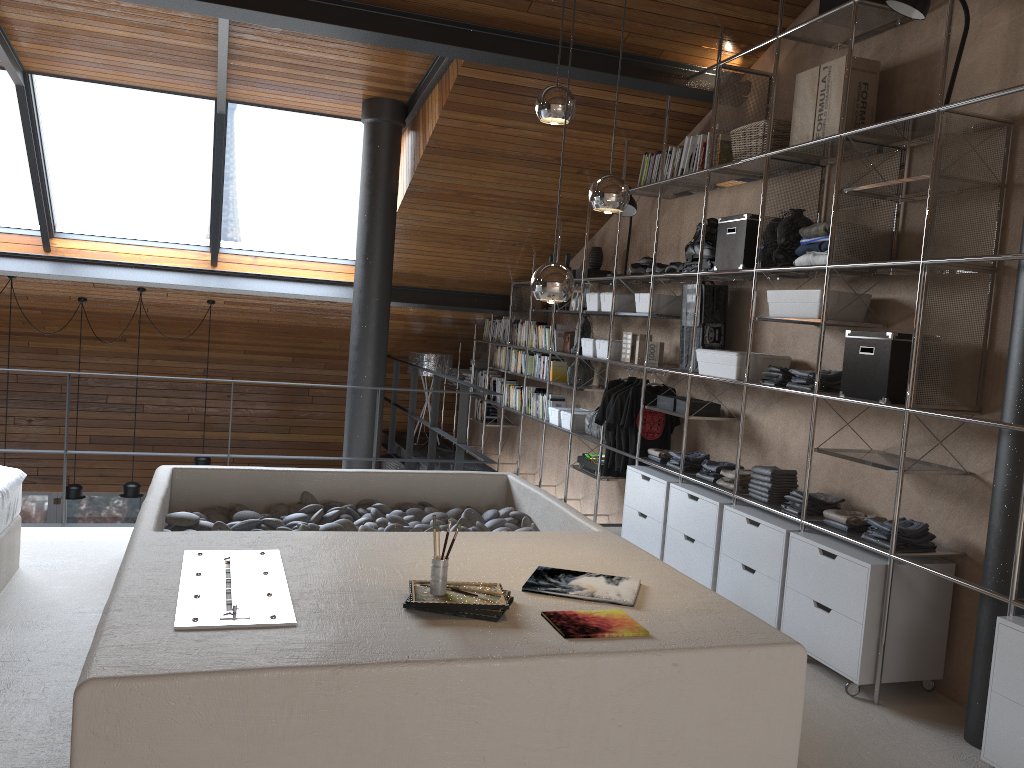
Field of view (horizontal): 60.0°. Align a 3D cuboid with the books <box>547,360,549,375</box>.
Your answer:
[{"bbox_3d":[0.365,-0.112,7.421,0.148,0.167,0.053,3,4,-19],"label":"books"}]

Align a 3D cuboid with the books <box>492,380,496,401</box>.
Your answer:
[{"bbox_3d":[-0.123,0.068,8.814,0.148,0.206,0.053,3,4,-19],"label":"books"}]

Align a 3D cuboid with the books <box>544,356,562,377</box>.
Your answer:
[{"bbox_3d":[0.345,-0.136,7.526,0.146,0.195,0.023,3,4,-19],"label":"books"}]

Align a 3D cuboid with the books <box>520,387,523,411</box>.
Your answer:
[{"bbox_3d":[0.151,0.137,8.024,0.155,0.215,0.055,3,4,-19],"label":"books"}]

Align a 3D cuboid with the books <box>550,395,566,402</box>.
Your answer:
[{"bbox_3d":[0.380,0.200,7.365,0.143,0.217,0.066,3,4,-19],"label":"books"}]

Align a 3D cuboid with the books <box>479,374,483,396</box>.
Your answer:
[{"bbox_3d":[-0.258,0.010,9.298,0.160,0.231,0.021,3,4,-19],"label":"books"}]

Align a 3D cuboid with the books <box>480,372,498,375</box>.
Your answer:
[{"bbox_3d":[-0.248,-0.003,9.344,0.192,0.251,0.012,3,4,-19],"label":"books"}]

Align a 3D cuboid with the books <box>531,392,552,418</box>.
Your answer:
[{"bbox_3d":[0.273,0.181,7.638,0.136,0.210,0.273,3,4,-18],"label":"books"}]

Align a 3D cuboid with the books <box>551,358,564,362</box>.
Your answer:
[{"bbox_3d":[0.369,-0.119,7.378,0.129,0.186,0.050,3,4,-19],"label":"books"}]

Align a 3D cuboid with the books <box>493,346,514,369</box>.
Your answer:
[{"bbox_3d":[-0.069,-0.260,8.680,0.130,0.216,0.311,3,4,-19],"label":"books"}]

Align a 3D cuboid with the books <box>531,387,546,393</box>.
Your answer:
[{"bbox_3d":[0.234,0.150,7.788,0.148,0.233,0.053,3,4,-19],"label":"books"}]

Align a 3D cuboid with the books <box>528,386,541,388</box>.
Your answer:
[{"bbox_3d":[0.186,0.138,7.891,0.143,0.236,0.062,3,4,-19],"label":"books"}]

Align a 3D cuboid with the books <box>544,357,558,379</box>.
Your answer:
[{"bbox_3d":[0.351,-0.131,7.495,0.148,0.190,0.013,3,4,-19],"label":"books"}]

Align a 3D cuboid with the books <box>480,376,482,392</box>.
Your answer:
[{"bbox_3d":[-0.268,0.024,9.270,0.130,0.208,0.010,3,4,-19],"label":"books"}]

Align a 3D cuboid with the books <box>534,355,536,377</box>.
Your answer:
[{"bbox_3d":[0.280,-0.154,7.741,0.169,0.189,0.018,3,4,-19],"label":"books"}]

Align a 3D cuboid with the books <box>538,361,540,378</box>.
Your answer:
[{"bbox_3d":[0.302,-0.136,7.639,0.146,0.171,0.018,3,4,-19],"label":"books"}]

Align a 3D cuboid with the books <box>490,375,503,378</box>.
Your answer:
[{"bbox_3d":[-0.169,0.032,8.966,0.131,0.247,0.018,3,4,-19],"label":"books"}]

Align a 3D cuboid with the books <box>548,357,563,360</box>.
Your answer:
[{"bbox_3d":[0.361,-0.127,7.461,0.129,0.188,0.010,3,4,-19],"label":"books"}]

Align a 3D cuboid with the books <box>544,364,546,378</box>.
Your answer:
[{"bbox_3d":[0.350,-0.121,7.511,0.148,0.167,0.014,3,4,-19],"label":"books"}]

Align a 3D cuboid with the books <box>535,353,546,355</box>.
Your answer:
[{"bbox_3d":[0.288,-0.165,7.784,0.207,0.207,0.010,3,4,-19],"label":"books"}]

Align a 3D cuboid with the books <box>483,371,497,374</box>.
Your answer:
[{"bbox_3d":[-0.237,-0.003,9.233,0.143,0.268,0.020,3,4,-19],"label":"books"}]

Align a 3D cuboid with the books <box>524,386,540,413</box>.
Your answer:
[{"bbox_3d":[0.178,0.141,7.857,0.148,0.233,0.053,3,4,-19],"label":"books"}]

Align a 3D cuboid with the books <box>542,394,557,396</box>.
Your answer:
[{"bbox_3d":[0.352,0.191,7.537,0.207,0.205,0.053,3,4,-18],"label":"books"}]

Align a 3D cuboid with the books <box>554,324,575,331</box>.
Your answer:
[{"bbox_3d":[0.438,-0.383,7.300,0.177,0.209,0.082,3,4,-19],"label":"books"}]

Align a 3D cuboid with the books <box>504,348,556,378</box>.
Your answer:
[{"bbox_3d":[0.141,-0.200,8.089,0.138,0.212,1.041,3,4,-18],"label":"books"}]

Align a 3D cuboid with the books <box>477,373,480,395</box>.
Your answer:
[{"bbox_3d":[-0.274,0.003,9.363,0.169,0.232,0.018,3,4,-19],"label":"books"}]

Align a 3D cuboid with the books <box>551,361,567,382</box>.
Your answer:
[{"bbox_3d":[0.389,-0.104,7.352,0.129,0.165,0.056,3,4,-19],"label":"books"}]

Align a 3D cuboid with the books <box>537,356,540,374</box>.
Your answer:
[{"bbox_3d":[0.296,-0.147,7.677,0.160,0.187,0.021,3,4,-19],"label":"books"}]

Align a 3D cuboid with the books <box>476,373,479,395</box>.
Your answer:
[{"bbox_3d":[-0.298,-0.001,9.384,0.148,0.234,0.013,3,4,-19],"label":"books"}]

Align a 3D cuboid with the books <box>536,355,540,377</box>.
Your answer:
[{"bbox_3d":[0.287,-0.151,7.704,0.148,0.190,0.013,3,4,-19],"label":"books"}]

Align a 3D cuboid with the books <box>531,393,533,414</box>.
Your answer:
[{"bbox_3d":[0.235,0.168,7.758,0.137,0.201,0.047,3,4,-19],"label":"books"}]

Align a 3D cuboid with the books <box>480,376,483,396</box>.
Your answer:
[{"bbox_3d":[-0.252,0.023,9.261,0.146,0.210,0.018,3,4,-19],"label":"books"}]

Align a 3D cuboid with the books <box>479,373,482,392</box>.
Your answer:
[{"bbox_3d":[-0.267,0.005,9.326,0.148,0.234,0.013,3,4,-19],"label":"books"}]

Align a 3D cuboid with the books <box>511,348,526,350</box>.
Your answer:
[{"bbox_3d":[0.051,-0.234,8.414,0.143,0.218,0.020,3,4,-19],"label":"books"}]

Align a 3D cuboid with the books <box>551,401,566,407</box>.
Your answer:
[{"bbox_3d":[0.383,0.227,7.339,0.130,0.166,0.046,3,4,-19],"label":"books"}]

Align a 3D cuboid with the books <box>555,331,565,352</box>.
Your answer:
[{"bbox_3d":[0.407,-0.349,7.265,0.112,0.169,0.068,3,4,-19],"label":"books"}]

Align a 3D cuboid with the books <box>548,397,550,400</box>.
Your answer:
[{"bbox_3d":[0.360,0.209,7.429,0.160,0.187,0.060,3,4,-19],"label":"books"}]

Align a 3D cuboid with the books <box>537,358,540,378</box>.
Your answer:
[{"bbox_3d":[0.286,-0.135,7.648,0.130,0.169,0.010,3,4,-19],"label":"books"}]

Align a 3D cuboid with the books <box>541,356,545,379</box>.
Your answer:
[{"bbox_3d":[0.324,-0.138,7.556,0.148,0.190,0.013,3,4,-19],"label":"books"}]

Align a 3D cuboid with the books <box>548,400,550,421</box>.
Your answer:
[{"bbox_3d":[0.366,0.220,7.391,0.146,0.171,0.054,3,4,-19],"label":"books"}]

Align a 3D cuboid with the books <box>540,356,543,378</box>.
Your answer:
[{"bbox_3d":[0.316,-0.139,7.567,0.148,0.190,0.013,3,4,-19],"label":"books"}]

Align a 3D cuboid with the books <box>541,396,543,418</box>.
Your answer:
[{"bbox_3d":[0.319,0.198,7.514,0.148,0.189,0.053,3,4,-19],"label":"books"}]

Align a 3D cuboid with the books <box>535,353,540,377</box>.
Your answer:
[{"bbox_3d":[0.298,-0.161,7.732,0.191,0.207,0.012,3,4,-19],"label":"books"}]

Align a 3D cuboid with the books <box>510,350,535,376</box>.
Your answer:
[{"bbox_3d":[0.129,-0.195,8.061,0.139,0.208,0.494,3,4,-19],"label":"books"}]

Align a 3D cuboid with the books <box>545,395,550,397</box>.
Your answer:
[{"bbox_3d":[0.370,0.199,7.475,0.192,0.202,0.055,3,4,-19],"label":"books"}]

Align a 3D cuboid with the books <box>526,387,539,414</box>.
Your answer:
[{"bbox_3d":[0.194,0.145,7.811,0.148,0.233,0.053,3,4,-19],"label":"books"}]

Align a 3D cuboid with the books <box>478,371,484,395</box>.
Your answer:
[{"bbox_3d":[-0.256,-0.006,9.353,0.191,0.255,0.012,3,4,-19],"label":"books"}]

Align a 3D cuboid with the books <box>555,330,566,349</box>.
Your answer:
[{"bbox_3d":[0.410,-0.353,7.278,0.117,0.176,0.074,3,4,-19],"label":"books"}]

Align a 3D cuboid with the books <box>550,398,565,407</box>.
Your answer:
[{"bbox_3d":[0.377,0.216,7.347,0.129,0.186,0.050,3,4,-19],"label":"books"}]

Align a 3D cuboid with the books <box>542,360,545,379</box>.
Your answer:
[{"bbox_3d":[0.326,-0.122,7.542,0.143,0.161,0.019,3,4,-19],"label":"books"}]

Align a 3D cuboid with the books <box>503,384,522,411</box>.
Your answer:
[{"bbox_3d":[0.049,0.120,8.248,0.139,0.211,0.467,3,4,-19],"label":"books"}]

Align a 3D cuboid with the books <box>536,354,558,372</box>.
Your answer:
[{"bbox_3d":[0.306,-0.158,7.722,0.192,0.204,0.012,3,4,-19],"label":"books"}]

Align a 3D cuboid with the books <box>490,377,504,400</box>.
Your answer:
[{"bbox_3d":[-0.145,0.047,8.887,0.143,0.235,0.055,3,4,-19],"label":"books"}]

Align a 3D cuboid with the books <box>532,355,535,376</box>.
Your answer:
[{"bbox_3d":[0.255,-0.158,7.762,0.148,0.190,0.013,3,4,-19],"label":"books"}]

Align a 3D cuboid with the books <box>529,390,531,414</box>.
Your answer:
[{"bbox_3d":[0.223,0.163,7.795,0.149,0.205,0.049,3,4,-19],"label":"books"}]
